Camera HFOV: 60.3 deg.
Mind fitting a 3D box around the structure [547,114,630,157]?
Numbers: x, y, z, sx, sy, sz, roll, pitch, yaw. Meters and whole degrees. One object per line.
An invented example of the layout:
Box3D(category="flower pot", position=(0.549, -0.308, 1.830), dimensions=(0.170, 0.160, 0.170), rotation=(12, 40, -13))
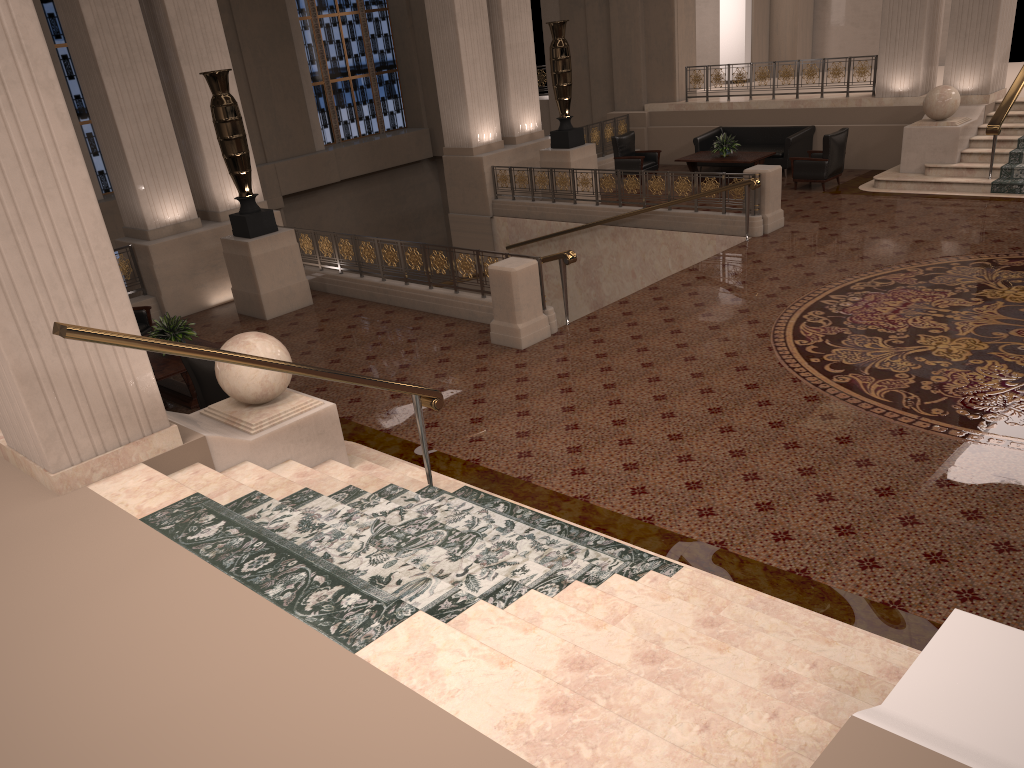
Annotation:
Box3D(category="structure", position=(1.481, -4.612, 16.848), dimensions=(0.031, 0.685, 2.467), rotation=(19, 35, 41))

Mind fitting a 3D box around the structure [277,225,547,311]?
Box3D(category="structure", position=(-1.425, -1.478, 10.626), dimensions=(4.850, 0.563, 0.077), rotation=(15, 34, 41))

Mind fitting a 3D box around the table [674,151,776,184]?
Box3D(category="table", position=(3.646, -3.686, 15.117), dimensions=(1.450, 0.457, 0.816), rotation=(15, 32, 41))

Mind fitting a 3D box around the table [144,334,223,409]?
Box3D(category="table", position=(-3.455, -0.125, 8.857), dimensions=(1.450, 0.457, 0.816), rotation=(15, 32, 41))

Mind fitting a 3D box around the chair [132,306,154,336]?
Box3D(category="chair", position=(-4.541, -0.691, 9.978), dimensions=(0.717, 0.884, 0.618), rotation=(-2, 26, 10))

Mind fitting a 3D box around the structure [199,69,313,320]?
Box3D(category="structure", position=(-3.194, -2.263, 10.658), dimensions=(0.688, 2.920, 0.681), rotation=(18, 36, 40))

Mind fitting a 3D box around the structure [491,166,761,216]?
Box3D(category="structure", position=(1.467, -2.929, 13.177), dimensions=(4.854, 0.563, 0.077), rotation=(14, 33, 40))

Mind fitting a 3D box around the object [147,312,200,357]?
Box3D(category="object", position=(-3.349, -0.517, 8.651), dimensions=(0.500, 0.394, 0.503), rotation=(-12, 25, -10))

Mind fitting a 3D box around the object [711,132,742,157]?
Box3D(category="object", position=(3.600, -4.057, 14.907), dimensions=(0.500, 0.394, 0.503), rotation=(-12, 25, -10))

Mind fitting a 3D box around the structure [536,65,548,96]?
Box3D(category="structure", position=(0.067, -6.752, 19.819), dimensions=(2.118, 0.700, 0.030), rotation=(14, 34, 41))

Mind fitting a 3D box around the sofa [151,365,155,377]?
Box3D(category="sofa", position=(-4.101, 0.065, 8.242), dimensions=(1.889, 0.741, 0.851), rotation=(15, 32, 41))

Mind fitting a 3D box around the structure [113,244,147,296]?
Box3D(category="structure", position=(-5.657, -1.032, 10.555), dimensions=(0.031, 0.685, 2.467), rotation=(19, 35, 41))

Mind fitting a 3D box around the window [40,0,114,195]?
Box3D(category="window", position=(-7.609, -6.689, 17.085), dimensions=(0.068, 5.612, 2.907), rotation=(19, 36, 41))

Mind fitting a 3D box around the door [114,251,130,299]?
Box3D(category="door", position=(-7.470, -1.624, 18.455), dimensions=(0.152, 2.853, 1.451), rotation=(19, 36, 41))

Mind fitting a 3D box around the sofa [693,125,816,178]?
Box3D(category="sofa", position=(4.256, -4.126, 15.610), dimensions=(1.889, 0.741, 0.851), rotation=(15, 32, 41))

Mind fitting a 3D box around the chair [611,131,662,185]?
Box3D(category="chair", position=(2.247, -4.097, 15.966), dimensions=(0.707, 0.884, 0.627), rotation=(13, 32, 37))

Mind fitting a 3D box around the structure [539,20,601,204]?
Box3D(category="structure", position=(0.858, -4.296, 14.231), dimensions=(0.688, 2.920, 0.681), rotation=(18, 36, 40))

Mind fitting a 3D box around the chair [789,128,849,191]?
Box3D(category="chair", position=(4.831, -3.526, 13.844), dimensions=(0.705, 0.884, 0.630), rotation=(17, 34, 41))

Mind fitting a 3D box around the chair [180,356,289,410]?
Box3D(category="chair", position=(-2.366, 0.000, 7.695), dimensions=(0.648, 0.884, 0.684), rotation=(-4, 25, 6))

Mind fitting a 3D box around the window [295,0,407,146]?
Box3D(category="window", position=(-4.000, -8.499, 20.266), dimensions=(0.068, 5.612, 2.907), rotation=(19, 36, 41))

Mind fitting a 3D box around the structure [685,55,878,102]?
Box3D(category="structure", position=(4.649, -5.390, 15.650), dimensions=(3.631, 0.655, 0.031), rotation=(14, 33, 41))
